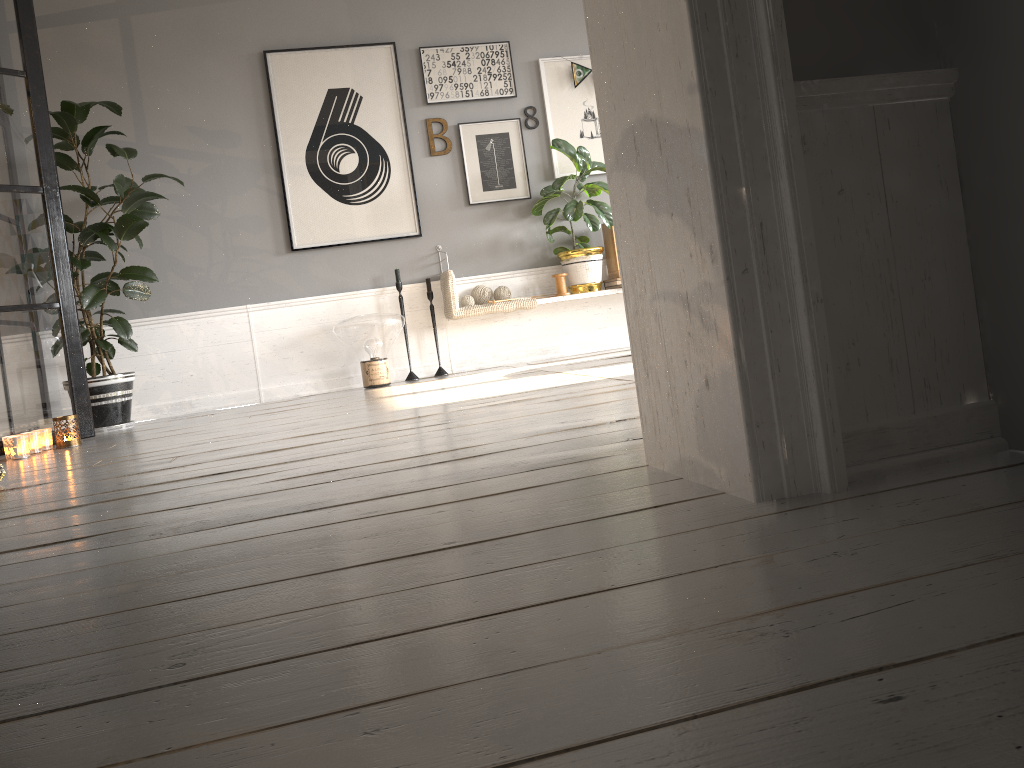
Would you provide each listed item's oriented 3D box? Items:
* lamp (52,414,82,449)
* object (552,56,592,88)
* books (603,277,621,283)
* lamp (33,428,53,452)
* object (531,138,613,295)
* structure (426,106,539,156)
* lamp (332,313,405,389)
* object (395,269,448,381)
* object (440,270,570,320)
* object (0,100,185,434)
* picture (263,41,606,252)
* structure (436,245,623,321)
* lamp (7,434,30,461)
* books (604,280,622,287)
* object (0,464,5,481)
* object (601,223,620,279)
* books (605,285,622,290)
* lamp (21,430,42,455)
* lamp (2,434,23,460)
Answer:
[{"bbox_3d":[-2.017,0.215,4.011,0.107,0.140,0.108,-6,3,41],"label":"lamp"},{"bbox_3d":[0.726,-2.095,5.901,0.916,0.339,0.057,-9,1,-13],"label":"object"},{"bbox_3d":[0.809,-0.694,5.741,0.380,0.017,0.229,-9,5,-15],"label":"books"},{"bbox_3d":[-2.100,0.252,3.962,0.080,0.098,0.081,-7,2,28],"label":"lamp"},{"bbox_3d":[0.424,-1.056,5.594,0.512,0.962,0.544,-9,2,-27],"label":"object"},{"bbox_3d":[-0.178,-1.636,5.714,0.740,0.263,0.024,-9,1,-13],"label":"structure"},{"bbox_3d":[-0.832,-0.199,5.277,0.432,0.437,0.434,-8,2,9],"label":"lamp"},{"bbox_3d":[-0.576,-0.385,5.485,0.280,0.700,0.091,-8,1,-20],"label":"object"},{"bbox_3d":[-0.037,-0.598,5.546,0.786,0.306,0.329,-9,3,-12],"label":"object"},{"bbox_3d":[-1.857,-0.580,3.243,1.013,1.791,3.898,-8,4,-13],"label":"object"},{"bbox_3d":[-0.796,-1.485,3.503,7.307,1.792,4.041,-9,4,-13],"label":"picture"},{"bbox_3d":[0.921,-0.845,5.794,2.781,0.486,0.308,-9,2,-13],"label":"structure"},{"bbox_3d":[-2.073,0.267,3.723,0.080,0.098,0.081,-7,2,28],"label":"lamp"},{"bbox_3d":[0.818,-0.671,5.732,0.385,0.029,0.260,-9,4,-12],"label":"books"},{"bbox_3d":[-1.967,0.328,2.732,0.720,0.117,0.192,-10,4,-24],"label":"object"},{"bbox_3d":[0.906,-0.868,5.761,0.547,0.439,0.238,-9,2,-13],"label":"object"},{"bbox_3d":[0.832,-0.649,5.739,0.369,0.021,0.296,-9,5,-18],"label":"books"},{"bbox_3d":[-2.102,0.259,3.872,0.080,0.098,0.081,-7,2,28],"label":"lamp"},{"bbox_3d":[-2.133,0.270,3.790,0.080,0.098,0.081,-7,2,28],"label":"lamp"}]
